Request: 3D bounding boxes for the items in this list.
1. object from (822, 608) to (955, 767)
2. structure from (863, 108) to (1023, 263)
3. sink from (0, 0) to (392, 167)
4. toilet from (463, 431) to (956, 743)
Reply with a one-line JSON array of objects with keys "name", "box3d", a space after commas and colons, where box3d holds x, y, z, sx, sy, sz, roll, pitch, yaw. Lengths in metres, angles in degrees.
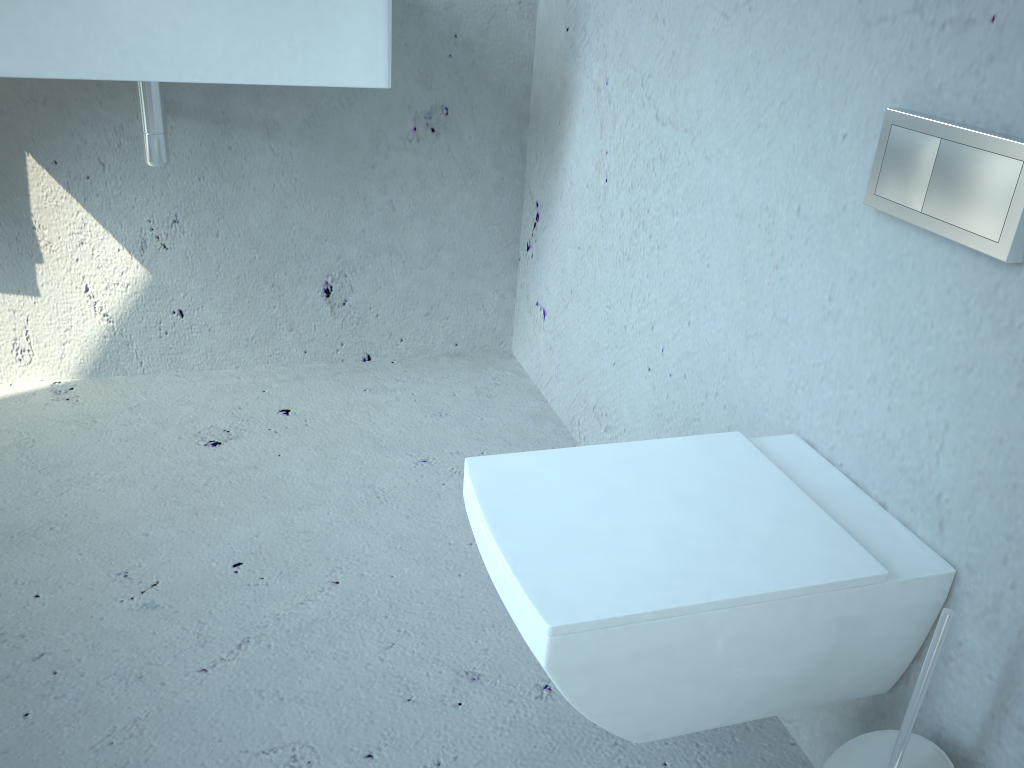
[{"name": "object", "box3d": [0.362, 0.387, 0.857, 0.119, 0.424, 0.119, 4, 26, 0]}, {"name": "structure", "box3d": [0.416, -0.195, 0.844, 0.021, 0.100, 0.200, -4, 27, -17]}, {"name": "sink", "box3d": [-0.641, -0.637, 1.533, 0.800, 0.526, 0.429, -4, 27, -17]}, {"name": "toilet", "box3d": [0.183, 0.221, 0.975, 0.445, 0.205, 0.284, -4, 27, -17]}]
